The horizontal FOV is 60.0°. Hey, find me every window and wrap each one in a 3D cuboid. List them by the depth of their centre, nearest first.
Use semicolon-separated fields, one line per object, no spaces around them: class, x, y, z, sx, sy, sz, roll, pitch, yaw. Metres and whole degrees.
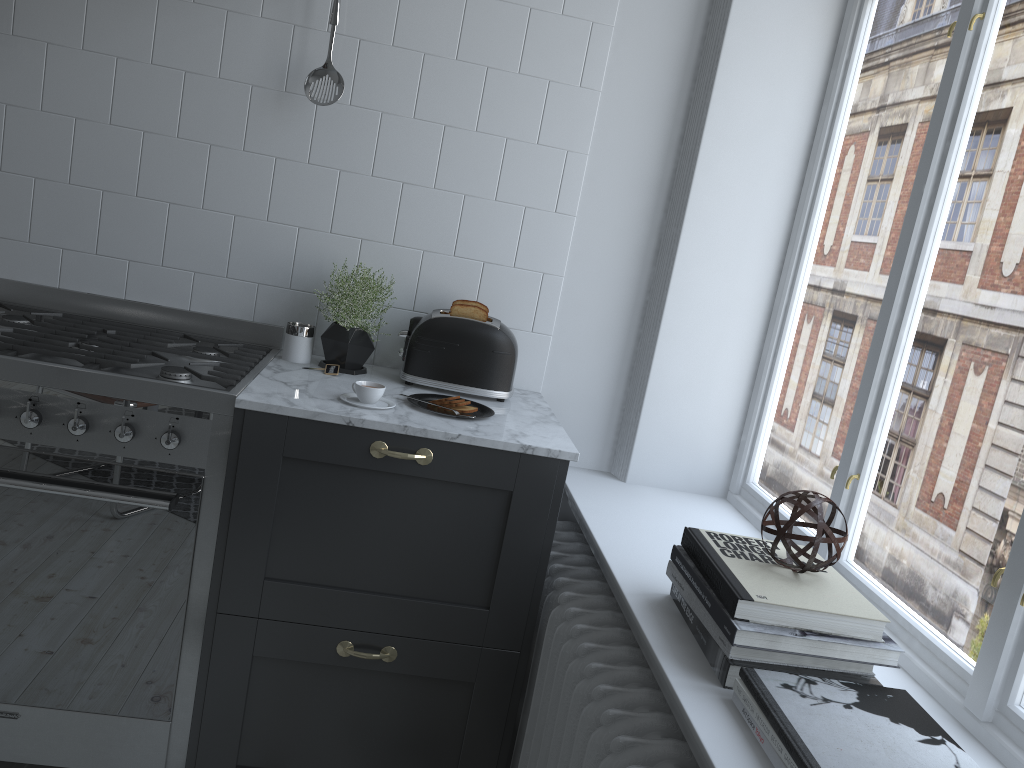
window;0.918;-0.481;1.526;0.061;2.080;1.716;10;10;-8

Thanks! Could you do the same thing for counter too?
counter;-1.793;-0.225;1.948;3.902;0.020;0.624;10;10;-8

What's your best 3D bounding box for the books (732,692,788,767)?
books;0.482;0.533;1.222;0.254;0.019;0.343;10;10;-8

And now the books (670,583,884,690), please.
books;0.452;0.449;1.582;0.259;0.044;0.351;10;10;-6

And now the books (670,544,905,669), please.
books;0.468;0.384;1.571;0.287;0.031;0.351;10;10;-8

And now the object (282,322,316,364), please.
object;-0.553;-0.107;2.299;0.072;0.095;0.072;19;13;37

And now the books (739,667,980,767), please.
books;0.499;0.500;1.219;0.274;0.016;0.341;10;10;-6

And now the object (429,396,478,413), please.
object;-0.137;0.045;2.083;0.119;0.031;0.074;16;11;24

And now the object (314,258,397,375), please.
object;-0.410;-0.174;2.286;0.210;0.283;0.220;12;10;5

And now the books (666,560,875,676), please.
books;0.449;0.409;1.585;0.259;0.031;0.328;9;10;-10

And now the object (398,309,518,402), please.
object;-0.140;-0.091;2.333;0.326;0.207;0.219;10;10;-3

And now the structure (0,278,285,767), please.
structure;-1.066;0.373;2.132;0.779;1.096;0.651;10;10;-8

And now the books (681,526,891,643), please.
books;0.469;0.347;1.576;0.259;0.038;0.325;10;10;-6

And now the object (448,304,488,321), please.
object;-0.117;-0.150;2.281;0.107;0.110;0.010;10;10;-3

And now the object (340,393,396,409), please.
object;-0.323;0.040;1.985;0.126;0.008;0.126;14;11;18

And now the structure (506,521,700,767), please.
structure;0.166;0.893;1.699;0.245;0.753;1.673;10;10;-8

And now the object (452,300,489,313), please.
object;-0.117;-0.168;2.356;0.107;0.110;0.010;10;10;-3

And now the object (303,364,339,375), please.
object;-0.480;-0.041;2.228;0.091;0.018;0.062;9;10;-10

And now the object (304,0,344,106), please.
object;-0.445;-0.853;2.186;0.101;0.331;0.030;11;10;2

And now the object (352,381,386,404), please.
object;-0.321;0.021;1.982;0.072;0.040;0.070;8;10;-16

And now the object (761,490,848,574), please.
object;0.519;0.262;1.576;0.147;0.148;0.147;8;11;-17

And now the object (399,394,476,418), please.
object;-0.174;0.051;2.043;0.209;0.008;0.018;16;11;27

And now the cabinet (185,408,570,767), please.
cabinet;-1.888;0.276;2.028;3.897;1.012;0.646;10;10;-8

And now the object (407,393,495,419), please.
object;-0.144;0.055;2.086;0.209;0.011;0.209;17;12;29

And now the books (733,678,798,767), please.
books;0.486;0.514;1.224;0.254;0.019;0.337;9;10;-10
